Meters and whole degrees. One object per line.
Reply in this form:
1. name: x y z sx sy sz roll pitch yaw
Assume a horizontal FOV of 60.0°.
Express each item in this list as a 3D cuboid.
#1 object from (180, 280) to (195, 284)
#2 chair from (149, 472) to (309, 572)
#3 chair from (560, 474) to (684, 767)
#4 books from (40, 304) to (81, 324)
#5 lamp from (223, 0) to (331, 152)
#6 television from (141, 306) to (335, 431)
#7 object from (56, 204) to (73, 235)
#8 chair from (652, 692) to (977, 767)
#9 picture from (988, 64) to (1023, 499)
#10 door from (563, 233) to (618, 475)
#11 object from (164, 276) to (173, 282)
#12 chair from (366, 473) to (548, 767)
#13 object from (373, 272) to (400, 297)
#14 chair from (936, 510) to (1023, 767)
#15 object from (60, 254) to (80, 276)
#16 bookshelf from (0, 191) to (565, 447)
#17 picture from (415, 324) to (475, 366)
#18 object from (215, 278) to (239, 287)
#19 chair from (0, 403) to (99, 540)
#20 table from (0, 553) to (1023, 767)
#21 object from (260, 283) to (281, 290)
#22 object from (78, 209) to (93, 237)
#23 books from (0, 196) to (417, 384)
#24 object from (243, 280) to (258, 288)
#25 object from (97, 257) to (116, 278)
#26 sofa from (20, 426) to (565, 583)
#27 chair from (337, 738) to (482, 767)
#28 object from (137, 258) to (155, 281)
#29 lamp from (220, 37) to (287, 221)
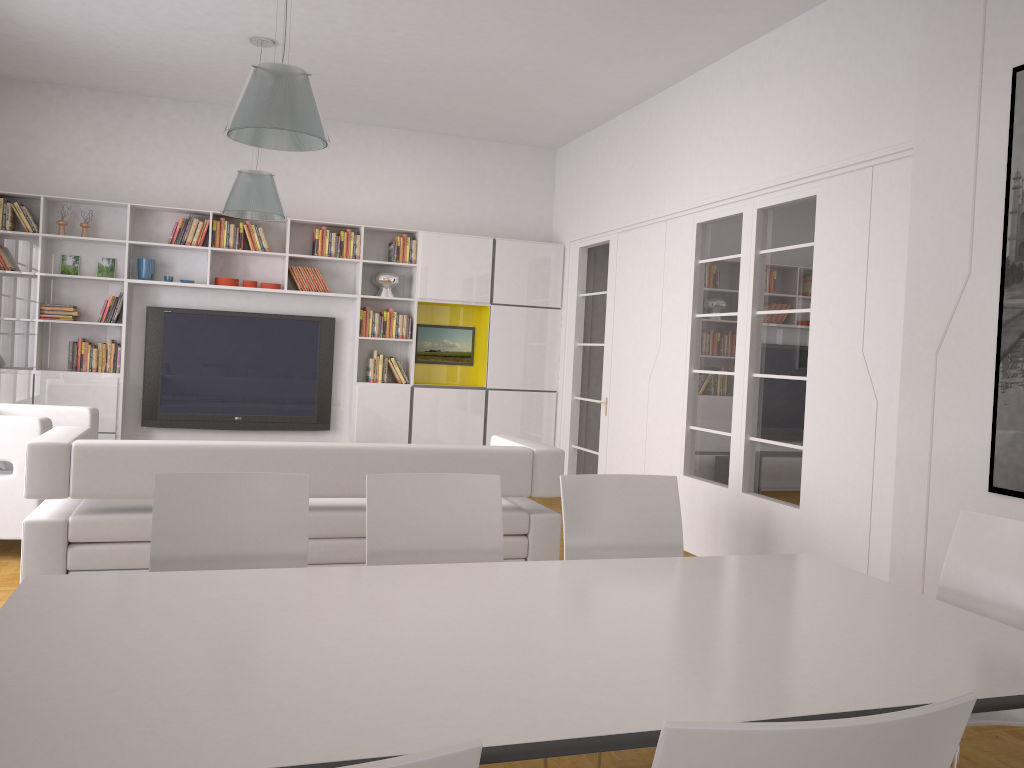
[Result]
1. object: -2.891 -0.906 7.897 0.124 0.032 0.124 2 2 -33
2. chair: -0.839 0.764 2.623 0.561 0.931 0.576 3 1 -19
3. chair: 0.450 0.815 3.057 0.561 0.931 0.576 3 1 -19
4. books: -3.869 -0.600 7.598 0.283 0.153 0.207 2 2 -19
5. lamp: -1.009 -1.708 3.937 0.464 1.249 0.465 3 1 -19
6. television: -2.494 -0.118 8.165 1.659 1.087 0.082 2 1 -19
7. object: -3.831 -1.396 7.605 0.120 0.279 0.179 3 1 -13
8. chair: 0.307 0.865 1.367 0.561 0.931 0.576 3 1 -19
9. picture: 2.173 -0.415 3.348 0.013 1.780 0.787 3 1 -19
10. door: 0.718 -0.113 8.205 0.139 2.453 1.009 3 1 -19
11. object: -3.039 -0.924 7.847 0.078 0.056 0.078 3 2 7
12. chair: -0.214 0.789 2.834 0.561 0.931 0.576 3 1 -19
13. object: -1.205 -0.939 8.471 0.256 0.239 0.257 3 1 -11
14. chair: 1.255 0.866 2.525 0.575 0.931 0.561 3 1 -19
15. object: -3.840 -1.028 7.702 0.144 0.190 0.052 3 1 -19
16. bookshelf: -2.127 -0.270 8.215 5.363 2.479 0.390 2 1 -19
17. picture: -0.668 -0.387 8.810 0.609 0.388 0.007 2 1 -19
18. object: -2.579 -0.916 8.015 0.210 0.073 0.211 1 3 -44
19. chair: -3.220 0.523 5.664 0.801 0.911 1.097 3 1 -9
20. table: 0.057 0.928 2.106 2.410 0.722 1.211 2 2 -19
21. object: -2.210 -0.891 8.120 0.182 0.054 0.183 2 2 -22
22. object: -3.724 -1.383 7.659 0.179 0.260 0.119 3 1 2
23. books: -2.794 -0.795 7.938 3.861 1.455 0.235 2 1 -19
24. object: -2.387 -0.901 8.080 0.128 0.073 0.129 2 2 -22
25. object: -3.567 -1.017 7.794 0.144 0.190 0.052 3 1 -19
26. sofa: -1.097 0.705 4.793 2.622 0.848 0.823 2 1 -19
27. chair: -0.357 0.839 1.143 0.561 0.931 0.576 3 1 -19
28. object: -3.215 -0.999 7.786 0.147 0.192 0.147 2 1 -29
29. lamp: -1.818 -1.831 6.347 0.464 1.249 0.465 3 1 -19
